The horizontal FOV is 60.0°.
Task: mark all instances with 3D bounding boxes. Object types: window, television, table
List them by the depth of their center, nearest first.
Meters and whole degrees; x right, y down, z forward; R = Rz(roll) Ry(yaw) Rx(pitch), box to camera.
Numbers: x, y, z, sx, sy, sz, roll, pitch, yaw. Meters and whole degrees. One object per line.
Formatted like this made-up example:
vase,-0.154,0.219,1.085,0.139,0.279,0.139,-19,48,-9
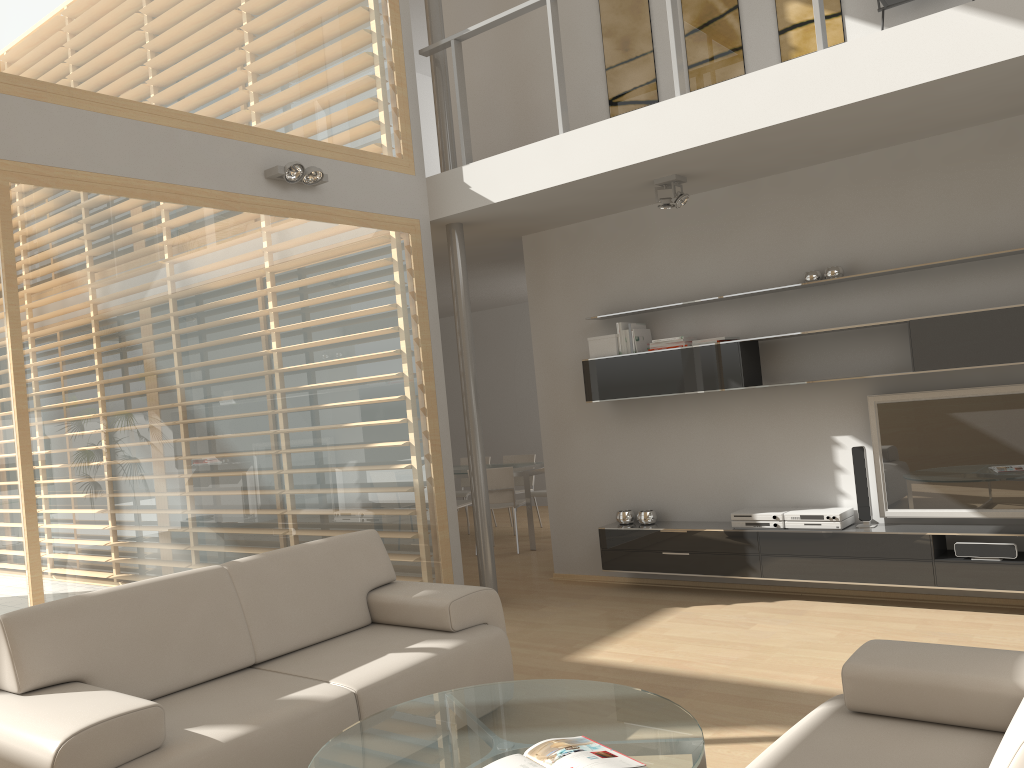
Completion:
table,-0.004,1.285,2.717,1.198,0.370,1.198,-5,-1,-34
window,-2.968,0.403,2.928,0.020,2.500,2.525,-6,-1,38
window,-1.352,0.288,4.930,0.020,2.500,2.525,-6,-1,38
television,2.667,0.380,4.965,1.224,0.735,0.096,-6,-1,38
window,-1.625,-2.548,4.987,0.020,2.200,2.525,-6,-1,38
table,-0.386,1.263,9.364,2.199,0.746,0.900,-6,-1,38

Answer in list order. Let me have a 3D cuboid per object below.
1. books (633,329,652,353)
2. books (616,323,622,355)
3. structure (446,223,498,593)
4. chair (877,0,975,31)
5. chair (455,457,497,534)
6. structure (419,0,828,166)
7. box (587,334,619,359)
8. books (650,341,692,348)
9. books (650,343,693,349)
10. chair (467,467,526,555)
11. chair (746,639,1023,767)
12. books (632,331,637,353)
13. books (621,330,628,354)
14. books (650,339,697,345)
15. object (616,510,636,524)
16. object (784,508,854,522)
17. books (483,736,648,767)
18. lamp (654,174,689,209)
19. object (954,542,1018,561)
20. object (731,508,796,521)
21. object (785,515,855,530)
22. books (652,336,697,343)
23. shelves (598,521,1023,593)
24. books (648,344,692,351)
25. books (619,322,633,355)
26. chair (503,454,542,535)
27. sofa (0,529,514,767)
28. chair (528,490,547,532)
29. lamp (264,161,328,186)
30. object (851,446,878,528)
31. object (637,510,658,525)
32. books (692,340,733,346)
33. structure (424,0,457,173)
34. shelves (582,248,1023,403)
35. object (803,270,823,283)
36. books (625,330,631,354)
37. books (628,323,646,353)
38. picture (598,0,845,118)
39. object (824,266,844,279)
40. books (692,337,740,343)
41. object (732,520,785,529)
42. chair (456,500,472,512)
books,0.920,-0.302,6.202,0.023,0.169,0.230,-6,-1,38
books,0.816,-0.319,6.273,0.017,0.227,0.230,-6,-1,38
structure,-0.280,0.212,6.264,0.121,2.700,0.122,-6,-1,26
chair,2.237,-2.131,4.831,0.628,0.825,0.537,-6,-1,38
chair,-0.526,1.262,10.118,0.455,0.807,0.501,-6,-1,38
structure,1.520,-2.107,4.501,5.400,0.900,0.080,-6,-1,38
box,0.705,-0.269,6.327,0.232,0.149,0.232,-6,-1,38
books,1.092,-0.269,6.024,0.254,0.015,0.190,-6,-1,34
books,1.102,-0.257,6.019,0.268,0.011,0.190,-6,-2,40
chair,-0.100,1.189,8.512,0.455,0.807,0.501,-6,-1,18
chair,1.034,0.929,1.967,1.165,0.846,1.562,-6,-1,38
books,0.901,-0.294,6.201,0.009,0.156,0.207,-6,-1,38
books,0.850,-0.294,6.246,0.027,0.169,0.230,-6,-1,38
books,1.095,-0.284,6.018,0.254,0.015,0.190,-6,-2,40
object,0.817,0.957,6.371,0.143,0.091,0.143,-5,-1,-19
object,1.891,0.807,5.475,0.349,0.049,0.262,-6,-1,38
books,0.109,1.064,2.447,0.440,0.037,0.297,-5,-1,-32
lamp,0.998,-1.184,5.524,0.214,0.195,0.150,-6,-1,38
object,2.580,0.906,4.819,0.300,0.092,0.085,-6,-1,38
object,1.614,0.838,5.695,0.349,0.049,0.262,-6,-1,38
object,1.899,0.855,5.478,0.349,0.049,0.250,-6,-1,38
books,1.104,-0.301,6.026,0.227,0.017,0.230,-6,-1,33
shelves,2.368,0.984,5.104,4.236,0.312,0.300,-6,-1,38
books,1.106,-0.245,6.016,0.297,0.013,0.210,-6,-1,38
books,0.835,-0.321,6.267,0.017,0.227,0.230,-6,-1,38
chair,-0.021,1.206,9.727,0.455,0.807,0.501,-6,-1,38
sofa,-1.008,1.159,3.610,1.168,0.846,2.093,-6,-1,38
chair,0.459,1.151,9.301,0.455,0.807,0.501,-6,-1,38
lamp,-1.226,-1.207,5.131,0.183,0.110,0.360,-6,-1,38
object,2.109,0.614,5.335,0.111,0.483,0.116,-6,-1,35
object,0.955,0.941,6.261,0.143,0.091,0.143,-5,-1,-19
books,1.338,-0.272,5.849,0.254,0.015,0.190,-4,-2,-45
structure,-0.553,-2.624,6.321,0.121,2.400,0.122,-6,-1,26
shelves,2.253,-0.209,5.129,4.236,0.914,0.300,-6,-1,38
object,1.868,-0.664,5.510,0.115,0.081,0.115,-6,-1,19
books,0.876,-0.297,6.235,0.027,0.169,0.230,-6,-1,38
books,0.886,-0.319,6.210,0.021,0.210,0.207,-6,-1,38
picture,1.284,-2.896,5.931,1.684,1.800,0.010,-6,-1,38
object,1.956,-0.675,5.386,0.115,0.081,0.115,-6,-1,19
books,1.343,-0.289,5.838,0.230,0.017,0.227,-6,-1,38
object,1.619,0.887,5.694,0.349,0.049,0.262,-6,-1,38
chair,-0.623,1.248,8.983,0.455,0.807,0.501,-6,-1,33
